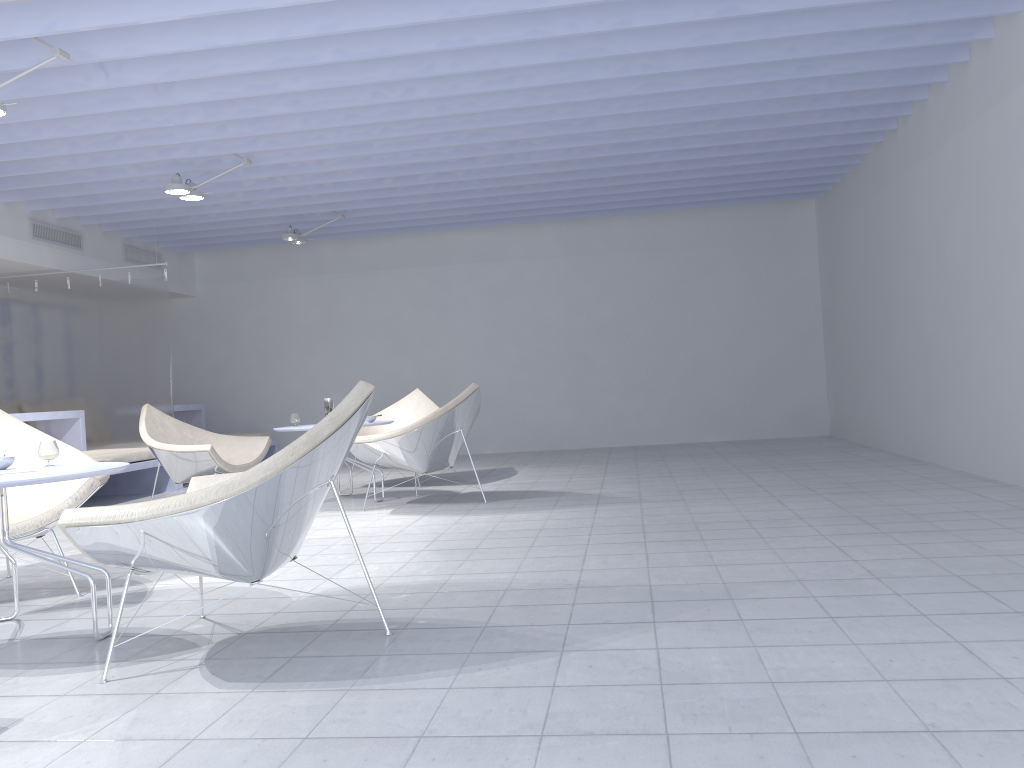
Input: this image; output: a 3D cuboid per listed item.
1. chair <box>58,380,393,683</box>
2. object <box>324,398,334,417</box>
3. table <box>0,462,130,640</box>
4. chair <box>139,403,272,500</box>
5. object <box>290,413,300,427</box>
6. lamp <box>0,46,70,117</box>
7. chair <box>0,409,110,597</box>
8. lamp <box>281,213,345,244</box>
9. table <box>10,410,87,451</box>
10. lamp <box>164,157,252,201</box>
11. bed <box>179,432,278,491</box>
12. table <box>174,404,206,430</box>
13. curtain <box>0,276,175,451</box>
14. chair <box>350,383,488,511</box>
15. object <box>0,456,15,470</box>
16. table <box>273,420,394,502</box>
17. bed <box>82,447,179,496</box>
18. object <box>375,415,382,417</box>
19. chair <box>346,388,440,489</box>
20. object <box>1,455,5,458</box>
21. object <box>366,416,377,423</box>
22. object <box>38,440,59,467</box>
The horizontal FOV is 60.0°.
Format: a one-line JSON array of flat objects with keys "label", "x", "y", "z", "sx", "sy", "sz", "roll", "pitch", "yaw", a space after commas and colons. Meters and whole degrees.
[{"label": "chair", "x": -0.753, "y": 0.387, "z": 2.653, "sx": 0.753, "sy": 0.759, "sz": 0.906, "roll": -4, "pitch": 0, "yaw": 3}, {"label": "object", "x": -1.269, "y": 0.190, "z": 6.167, "sx": 0.075, "sy": 0.185, "sz": 0.075, "roll": -3, "pitch": 0, "yaw": -30}, {"label": "table", "x": -1.645, "y": 0.556, "z": 2.814, "sx": 0.825, "sy": 0.534, "sz": 0.823, "roll": -4, "pitch": 0, "yaw": -2}, {"label": "chair", "x": -2.191, "y": 0.493, "z": 6.102, "sx": 0.753, "sy": 0.759, "sz": 0.906, "roll": -4, "pitch": 0, "yaw": 11}, {"label": "object", "x": -1.524, "y": 0.253, "z": 6.231, "sx": 0.068, "sy": 0.091, "sz": 0.068, "roll": -4, "pitch": 0, "yaw": -3}, {"label": "lamp", "x": -2.419, "y": -1.472, "z": 4.269, "sx": 0.587, "sy": 0.218, "sz": 0.380, "roll": -4, "pitch": 0, "yaw": 7}, {"label": "chair", "x": -2.143, "y": 0.478, "z": 3.651, "sx": 0.906, "sy": 0.759, "sz": 0.753, "roll": -3, "pitch": 0, "yaw": -22}, {"label": "lamp", "x": -1.878, "y": -1.484, "z": 8.436, "sx": 0.587, "sy": 0.218, "sz": 0.380, "roll": -4, "pitch": 0, "yaw": 7}, {"label": "table", "x": -3.976, "y": 0.464, "z": 7.205, "sx": 0.416, "sy": 0.450, "sz": 1.065, "roll": -4, "pitch": 0, "yaw": 7}, {"label": "lamp", "x": -2.150, "y": -1.478, "z": 6.341, "sx": 0.587, "sy": 0.218, "sz": 0.380, "roll": -4, "pitch": 0, "yaw": 7}, {"label": "bed", "x": -3.730, "y": 0.769, "z": 8.877, "sx": 2.016, "sy": 0.427, "sz": 2.200, "roll": -4, "pitch": 0, "yaw": 7}, {"label": "table", "x": -3.691, "y": 0.458, "z": 9.398, "sx": 0.416, "sy": 0.450, "sz": 1.065, "roll": -4, "pitch": 0, "yaw": 7}, {"label": "curtain", "x": -3.915, "y": -0.098, "z": 7.791, "sx": 1.998, "sy": 1.559, "sz": 0.125, "roll": -4, "pitch": 0, "yaw": 6}, {"label": "chair", "x": -0.517, "y": 0.388, "z": 5.717, "sx": 0.753, "sy": 0.759, "sz": 0.906, "roll": -4, "pitch": 0, "yaw": 25}, {"label": "object", "x": -1.780, "y": 0.277, "z": 3.093, "sx": 0.082, "sy": 0.043, "sz": 0.082, "roll": -3, "pitch": 0, "yaw": -24}, {"label": "table", "x": -1.211, "y": 0.547, "z": 6.137, "sx": 0.825, "sy": 0.534, "sz": 0.823, "roll": -3, "pitch": 0, "yaw": -16}, {"label": "bed", "x": -4.014, "y": 0.776, "z": 6.684, "sx": 2.016, "sy": 0.427, "sz": 2.200, "roll": -4, "pitch": 0, "yaw": 7}, {"label": "object", "x": -0.939, "y": 0.220, "z": 6.069, "sx": 0.098, "sy": 0.016, "sz": 0.012, "roll": -4, "pitch": 0, "yaw": 7}, {"label": "chair", "x": -0.891, "y": 0.418, "z": 7.124, "sx": 0.906, "sy": 0.759, "sz": 0.753, "roll": -4, "pitch": 0, "yaw": 22}, {"label": "object", "x": -1.791, "y": 0.258, "z": 3.124, "sx": 0.012, "sy": 0.016, "sz": 0.098, "roll": -3, "pitch": 0, "yaw": -26}, {"label": "object", "x": -0.968, "y": 0.242, "z": 6.077, "sx": 0.082, "sy": 0.043, "sz": 0.082, "roll": -4, "pitch": 0, "yaw": 9}, {"label": "object", "x": -1.628, "y": 0.243, "z": 3.115, "sx": 0.068, "sy": 0.091, "sz": 0.068, "roll": -4, "pitch": 0, "yaw": 36}]
